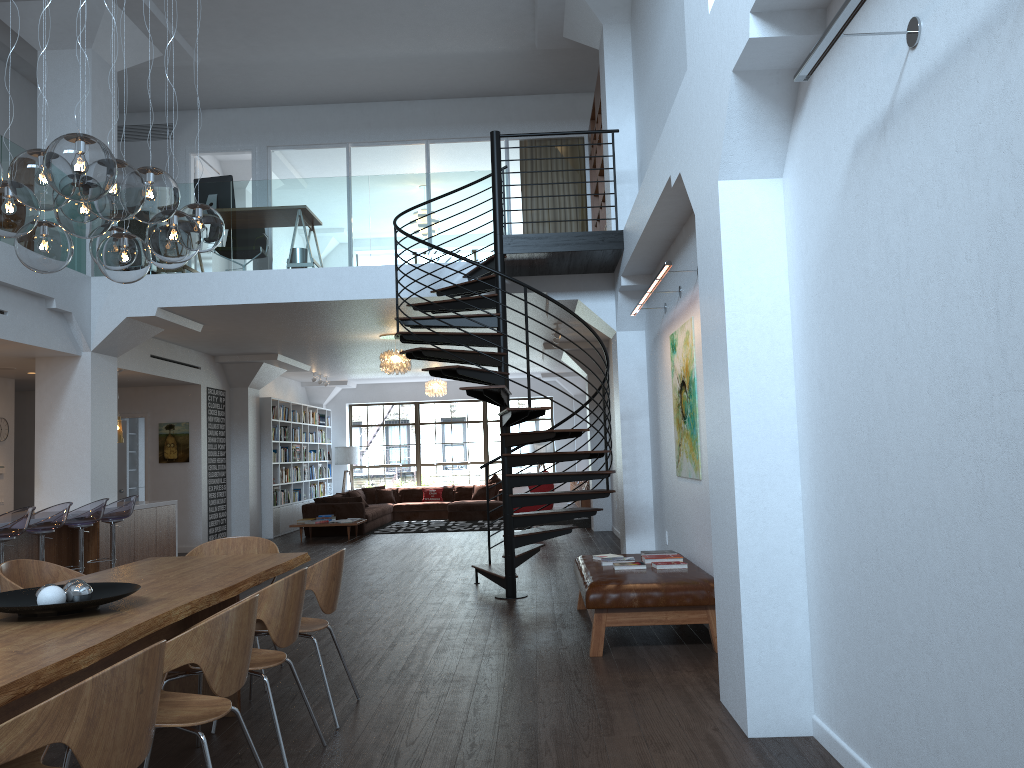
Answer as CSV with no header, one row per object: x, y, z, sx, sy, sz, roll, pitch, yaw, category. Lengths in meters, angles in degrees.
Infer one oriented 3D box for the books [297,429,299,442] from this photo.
-4.189,0.995,17.022,0.174,0.239,0.045,-2,-4,1,books

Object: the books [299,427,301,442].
-4.196,0.984,17.161,0.197,0.283,0.065,-2,-4,1,books

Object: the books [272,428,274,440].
-4.230,0.884,15.422,0.161,0.218,0.101,-2,-4,1,books

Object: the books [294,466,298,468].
-4.170,1.715,16.919,0.176,0.290,0.036,-2,-4,1,books

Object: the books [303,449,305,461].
-4.164,1.400,17.428,0.174,0.251,0.051,-2,-4,1,books

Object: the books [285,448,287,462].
-4.197,1.300,16.141,0.182,0.253,0.034,-2,-4,1,books

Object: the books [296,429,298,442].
-4.194,0.988,16.971,0.170,0.245,0.057,-2,-4,1,books

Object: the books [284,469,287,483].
-4.189,1.676,16.131,0.171,0.246,0.057,-2,-4,1,books

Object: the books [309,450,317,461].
-4.131,1.487,18.421,0.140,0.231,0.042,-2,-4,1,books

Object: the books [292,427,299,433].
-4.194,0.976,17.100,0.176,0.290,0.053,-2,-4,1,books

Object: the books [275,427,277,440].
-4.224,0.882,15.567,0.174,0.242,0.105,-2,-4,1,books

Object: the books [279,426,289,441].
-4.230,0.925,16.382,0.198,0.284,0.049,-2,-4,1,books

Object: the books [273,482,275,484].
-4.231,1.727,15.406,0.197,0.035,0.284,-1,-5,-9,books

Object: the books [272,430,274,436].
-4.226,0.895,15.343,0.161,0.182,0.170,-2,-4,1,books

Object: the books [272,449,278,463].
-4.204,1.270,15.620,0.140,0.231,0.042,-2,-4,1,books

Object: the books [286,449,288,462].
-4.193,1.314,16.241,0.174,0.239,0.045,-2,-4,1,books

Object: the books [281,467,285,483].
-4.199,1.644,16.007,0.176,0.290,0.053,-2,-4,1,books

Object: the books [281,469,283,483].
-4.198,1.660,15.923,0.171,0.246,0.057,-2,-4,1,books

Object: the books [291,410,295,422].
-4.209,0.620,16.925,0.140,0.231,0.042,-2,-4,1,books

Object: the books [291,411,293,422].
-4.214,0.620,16.730,0.146,0.202,0.027,-2,-4,1,books

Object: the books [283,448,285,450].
-4.220,1.298,16.108,0.182,0.253,0.034,-2,-4,1,books

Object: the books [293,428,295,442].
-4.194,0.969,16.774,0.182,0.253,0.034,-2,-4,1,books

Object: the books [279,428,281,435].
-4.231,0.906,15.826,0.174,0.236,0.142,-2,-4,2,books

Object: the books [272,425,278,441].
-4.214,0.864,15.646,0.176,0.290,0.053,-2,-4,1,books

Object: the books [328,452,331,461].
-4.107,1.585,19.575,0.182,0.215,0.188,-2,-4,1,books

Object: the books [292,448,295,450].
-4.192,1.347,16.762,0.183,0.253,0.042,-2,-4,1,books

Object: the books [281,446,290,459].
-4.196,1.300,16.379,0.176,0.294,0.102,-2,-4,1,books

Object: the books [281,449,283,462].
-4.205,1.287,15.893,0.174,0.239,0.045,-2,-4,1,books

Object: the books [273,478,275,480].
-4.236,1.660,15.406,0.174,0.032,0.254,-2,-4,-4,books

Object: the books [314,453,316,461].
-4.122,1.513,18.333,0.120,0.167,0.020,-2,-4,1,books

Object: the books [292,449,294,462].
-4.184,1.345,16.649,0.174,0.240,0.054,-2,-4,1,books

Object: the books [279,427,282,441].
-4.228,0.904,15.916,0.183,0.253,0.042,-2,-4,1,books

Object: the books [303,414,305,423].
-4.197,0.663,17.494,0.174,0.236,0.136,-2,-4,1,books

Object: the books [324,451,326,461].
-4.117,1.557,19.158,0.161,0.207,0.135,-2,-4,1,books

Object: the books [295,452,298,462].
-4.176,1.380,16.880,0.161,0.207,0.135,-2,-4,1,books

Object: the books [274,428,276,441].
-4.222,0.879,15.484,0.172,0.235,0.112,-2,-4,1,books

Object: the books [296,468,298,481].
-4.161,1.730,16.883,0.183,0.253,0.034,-2,-4,1,books

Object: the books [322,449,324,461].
-4.129,1.522,19.013,0.183,0.253,0.042,-2,-4,1,books

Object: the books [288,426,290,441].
-4.212,0.925,16.434,0.176,0.291,0.053,-2,-4,1,books

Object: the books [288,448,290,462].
-4.187,1.313,16.315,0.182,0.253,0.034,-2,-4,1,books

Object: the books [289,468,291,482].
-4.181,1.691,16.383,0.183,0.253,0.034,-2,-4,1,books

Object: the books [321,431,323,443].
-4.135,1.139,18.955,0.183,0.253,0.034,-2,-4,1,books

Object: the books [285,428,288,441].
-4.213,0.938,16.266,0.174,0.240,0.054,-2,-4,1,books

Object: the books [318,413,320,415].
-4.176,0.756,18.833,0.183,0.253,0.042,-2,-4,1,books

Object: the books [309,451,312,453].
-4.142,1.471,18.052,0.140,0.206,0.042,-2,-4,1,books

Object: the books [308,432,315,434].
-4.159,1.107,18.399,0.140,0.231,0.042,-2,-4,1,books

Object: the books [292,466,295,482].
-4.174,1.694,16.648,0.176,0.290,0.053,-2,-4,1,books

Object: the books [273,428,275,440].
-4.226,0.879,15.452,0.152,0.232,0.104,-2,-4,1,books
